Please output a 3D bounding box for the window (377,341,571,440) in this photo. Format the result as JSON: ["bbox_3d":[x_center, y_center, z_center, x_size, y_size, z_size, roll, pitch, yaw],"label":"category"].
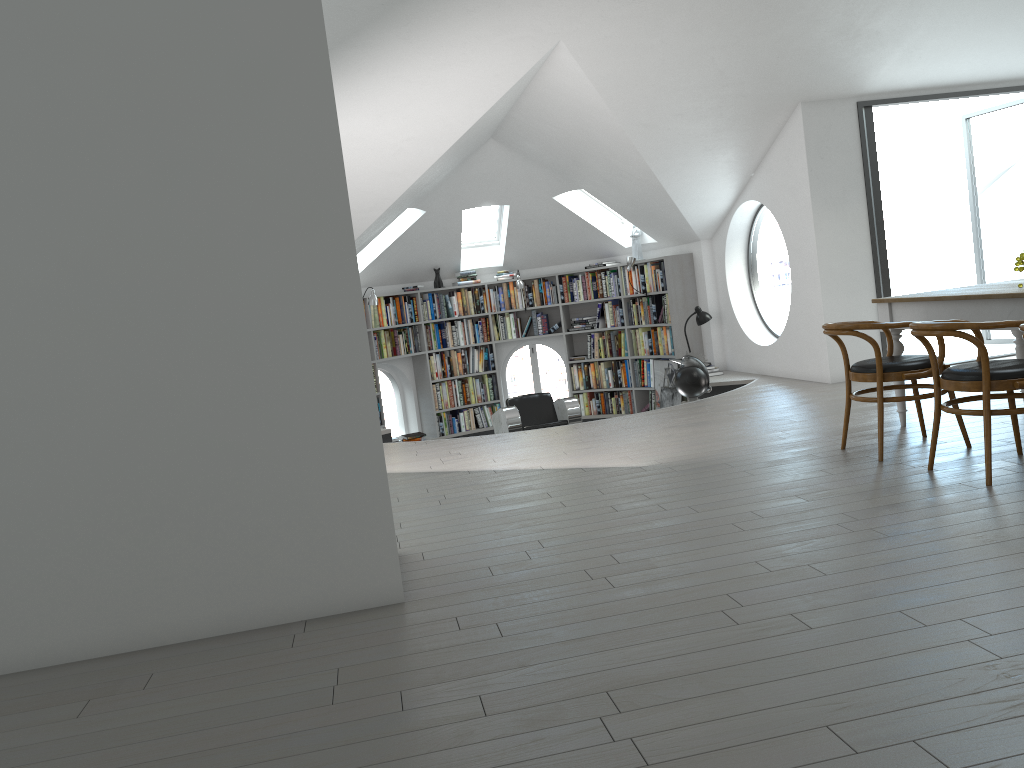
[{"bbox_3d":[-0.695,0.089,11.677,3.236,1.149,0.617,-10,4,-23],"label":"window"}]

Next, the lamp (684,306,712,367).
[{"bbox_3d":[2.047,-0.521,9.677,0.322,0.659,0.234,-7,4,6],"label":"lamp"}]

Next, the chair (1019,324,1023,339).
[{"bbox_3d":[2.310,0.096,3.385,0.622,0.733,0.528,-8,4,-14],"label":"chair"}]

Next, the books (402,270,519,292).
[{"bbox_3d":[-1.156,-1.258,11.053,2.822,0.173,0.747,-12,7,-39],"label":"books"}]

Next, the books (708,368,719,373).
[{"bbox_3d":[2.059,-0.144,9.701,0.286,0.034,0.304,-9,6,-19],"label":"books"}]

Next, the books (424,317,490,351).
[{"bbox_3d":[-0.760,-0.662,11.587,1.030,0.358,0.300,-10,5,-23],"label":"books"}]

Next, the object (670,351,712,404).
[{"bbox_3d":[1.732,-0.047,8.566,0.321,0.561,0.320,-10,5,-36],"label":"object"}]

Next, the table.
[{"bbox_3d":[3.042,-0.083,3.920,1.019,0.797,3.354,-8,5,-9],"label":"table"}]

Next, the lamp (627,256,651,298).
[{"bbox_3d":[1.509,-1.264,10.513,0.275,0.524,0.112,-9,4,-19],"label":"lamp"}]

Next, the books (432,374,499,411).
[{"bbox_3d":[-0.633,0.094,11.603,1.033,0.357,0.293,-10,5,-24],"label":"books"}]

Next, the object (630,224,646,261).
[{"bbox_3d":[1.512,-1.728,10.805,0.179,0.472,0.179,-7,4,0],"label":"object"}]

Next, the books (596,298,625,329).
[{"bbox_3d":[1.321,-0.903,11.258,0.552,0.350,0.256,-4,5,37],"label":"books"}]

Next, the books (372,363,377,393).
[{"bbox_3d":[-1.791,-0.006,10.054,0.260,0.358,1.022,-7,5,8],"label":"books"}]

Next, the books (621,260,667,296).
[{"bbox_3d":[1.698,-1.282,10.627,0.293,0.361,1.014,-9,5,-27],"label":"books"}]

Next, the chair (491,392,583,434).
[{"bbox_3d":[0.275,0.488,9.698,0.824,0.718,0.742,-8,5,-14],"label":"chair"}]

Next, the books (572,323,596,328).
[{"bbox_3d":[0.967,-0.764,11.552,0.285,0.031,0.270,-5,6,26],"label":"books"}]

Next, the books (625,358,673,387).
[{"bbox_3d":[1.814,-0.145,10.740,0.304,0.358,1.184,-10,6,-28],"label":"books"}]

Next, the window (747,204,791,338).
[{"bbox_3d":[2.758,-1.164,8.984,0.104,1.467,1.472,-8,4,-9],"label":"window"}]

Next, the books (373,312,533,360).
[{"bbox_3d":[-0.863,-0.619,11.335,2.534,0.370,0.591,-10,6,-28],"label":"books"}]

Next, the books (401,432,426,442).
[{"bbox_3d":[-1.240,0.680,11.187,0.318,0.099,0.292,-8,5,-8],"label":"books"}]

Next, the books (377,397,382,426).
[{"bbox_3d":[-1.739,0.567,9.826,0.390,0.694,1.644,-7,5,1],"label":"books"}]

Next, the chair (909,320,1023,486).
[{"bbox_3d":[2.203,0.043,4.104,0.622,0.733,0.528,-8,4,-9],"label":"chair"}]

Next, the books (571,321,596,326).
[{"bbox_3d":[0.963,-0.795,11.550,0.285,0.031,0.270,-3,7,41],"label":"books"}]

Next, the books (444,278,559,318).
[{"bbox_3d":[-0.142,-1.141,11.651,1.566,0.366,0.394,-8,4,-4],"label":"books"}]

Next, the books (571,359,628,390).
[{"bbox_3d":[1.175,-0.130,11.447,0.871,0.350,0.273,-4,5,32],"label":"books"}]

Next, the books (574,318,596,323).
[{"bbox_3d":[0.959,-0.825,11.548,0.226,0.036,0.214,-3,7,41],"label":"books"}]

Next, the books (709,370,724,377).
[{"bbox_3d":[2.064,-0.108,9.703,0.366,0.042,0.388,-8,5,-9],"label":"books"}]

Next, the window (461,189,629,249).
[{"bbox_3d":[-0.329,-2.093,10.787,4.057,0.712,1.935,-8,5,-9],"label":"window"}]

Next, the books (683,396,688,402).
[{"bbox_3d":[2.072,0.291,9.655,0.272,0.297,1.150,-7,5,5],"label":"books"}]

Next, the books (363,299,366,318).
[{"bbox_3d":[-1.916,-0.759,10.019,0.300,0.360,1.035,-7,5,7],"label":"books"}]

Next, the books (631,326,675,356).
[{"bbox_3d":[1.808,-0.522,10.661,0.276,0.347,1.021,-9,5,-24],"label":"books"}]

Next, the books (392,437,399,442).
[{"bbox_3d":[-1.543,0.700,10.961,0.214,0.036,0.226,-11,6,-33],"label":"books"}]

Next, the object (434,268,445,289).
[{"bbox_3d":[-0.946,-1.365,11.447,0.147,0.264,0.202,-8,4,-12],"label":"object"}]

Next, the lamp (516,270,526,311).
[{"bbox_3d":[0.111,-1.188,11.420,0.113,0.565,0.358,-7,4,-2],"label":"lamp"}]

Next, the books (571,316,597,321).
[{"bbox_3d":[0.955,-0.857,11.546,0.270,0.031,0.286,-10,6,-29],"label":"books"}]

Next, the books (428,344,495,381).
[{"bbox_3d":[-0.695,-0.286,11.572,0.999,0.351,0.297,-10,5,-26],"label":"books"}]

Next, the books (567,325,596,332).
[{"bbox_3d":[0.971,-0.731,11.554,0.387,0.042,0.367,-4,6,31],"label":"books"}]

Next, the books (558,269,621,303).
[{"bbox_3d":[1.045,-1.269,11.369,0.968,0.367,0.307,-4,5,34],"label":"books"}]

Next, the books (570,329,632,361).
[{"bbox_3d":[1.191,-0.511,11.368,0.972,0.351,0.252,-4,5,33],"label":"books"}]

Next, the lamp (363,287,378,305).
[{"bbox_3d":[-1.658,-0.878,9.598,0.414,0.311,0.117,-8,4,-12],"label":"lamp"}]

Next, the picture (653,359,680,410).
[{"bbox_3d":[1.824,0.146,10.387,0.090,0.861,0.579,-9,4,-19],"label":"picture"}]

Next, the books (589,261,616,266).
[{"bbox_3d":[1.156,-1.537,11.325,0.234,0.027,0.247,-11,6,-36],"label":"books"}]

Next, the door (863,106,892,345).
[{"bbox_3d":[3.180,-1.305,8.351,0.080,2.342,1.053,-8,4,-9],"label":"door"}]

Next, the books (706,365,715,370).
[{"bbox_3d":[2.055,-0.176,9.699,0.269,0.031,0.286,-7,5,1],"label":"books"}]

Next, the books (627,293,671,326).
[{"bbox_3d":[1.751,-0.902,10.640,0.280,0.357,1.052,-9,5,-23],"label":"books"}]

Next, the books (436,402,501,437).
[{"bbox_3d":[-0.601,0.456,11.614,1.021,0.306,0.288,-10,5,-24],"label":"books"}]

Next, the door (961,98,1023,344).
[{"bbox_3d":[4.967,-1.560,8.620,0.080,2.342,1.051,-9,4,-24],"label":"door"}]

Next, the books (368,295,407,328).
[{"bbox_3d":[-1.626,-0.878,10.862,0.268,0.372,0.795,-5,6,34],"label":"books"}]

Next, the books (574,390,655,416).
[{"bbox_3d":[1.423,0.224,11.266,1.495,0.310,0.360,-3,7,43],"label":"books"}]

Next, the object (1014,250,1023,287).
[{"bbox_3d":[2.869,-0.678,4.702,0.292,0.284,0.395,-3,6,45],"label":"object"}]

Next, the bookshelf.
[{"bbox_3d":[-0.103,-0.342,10.894,4.335,1.877,2.111,-8,5,-9],"label":"bookshelf"}]

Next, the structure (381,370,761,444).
[{"bbox_3d":[0.226,0.511,9.583,4.704,0.692,4.724,-4,6,36],"label":"structure"}]

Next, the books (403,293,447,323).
[{"bbox_3d":[-1.163,-0.971,11.356,0.684,0.345,0.265,-10,5,-32],"label":"books"}]

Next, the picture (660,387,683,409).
[{"bbox_3d":[1.831,0.322,10.214,0.107,0.554,0.489,-9,4,-19],"label":"picture"}]

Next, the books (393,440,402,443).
[{"bbox_3d":[-1.539,0.731,10.963,0.270,0.031,0.285,-11,6,-33],"label":"books"}]

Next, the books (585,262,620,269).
[{"bbox_3d":[1.159,-1.510,11.326,0.335,0.036,0.317,-2,7,43],"label":"books"}]

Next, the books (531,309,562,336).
[{"bbox_3d":[0.483,-0.827,11.659,0.398,0.340,0.225,-6,4,11],"label":"books"}]

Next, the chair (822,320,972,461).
[{"bbox_3d":[2.042,-0.001,4.814,0.621,0.733,0.528,-8,4,-6],"label":"chair"}]
